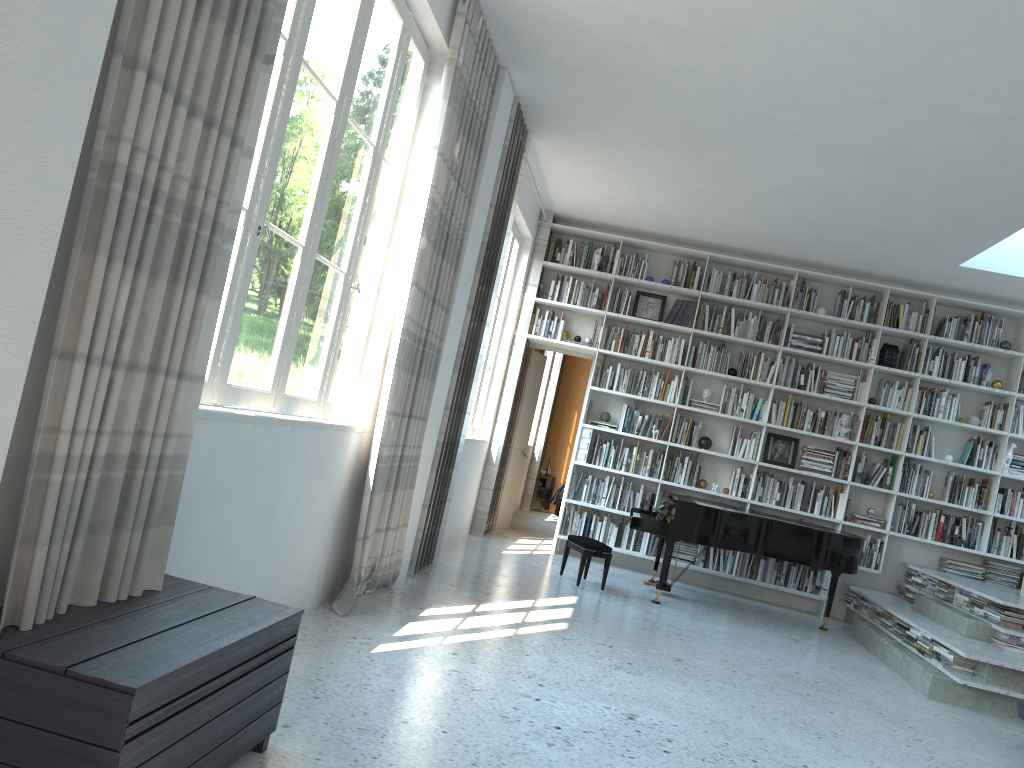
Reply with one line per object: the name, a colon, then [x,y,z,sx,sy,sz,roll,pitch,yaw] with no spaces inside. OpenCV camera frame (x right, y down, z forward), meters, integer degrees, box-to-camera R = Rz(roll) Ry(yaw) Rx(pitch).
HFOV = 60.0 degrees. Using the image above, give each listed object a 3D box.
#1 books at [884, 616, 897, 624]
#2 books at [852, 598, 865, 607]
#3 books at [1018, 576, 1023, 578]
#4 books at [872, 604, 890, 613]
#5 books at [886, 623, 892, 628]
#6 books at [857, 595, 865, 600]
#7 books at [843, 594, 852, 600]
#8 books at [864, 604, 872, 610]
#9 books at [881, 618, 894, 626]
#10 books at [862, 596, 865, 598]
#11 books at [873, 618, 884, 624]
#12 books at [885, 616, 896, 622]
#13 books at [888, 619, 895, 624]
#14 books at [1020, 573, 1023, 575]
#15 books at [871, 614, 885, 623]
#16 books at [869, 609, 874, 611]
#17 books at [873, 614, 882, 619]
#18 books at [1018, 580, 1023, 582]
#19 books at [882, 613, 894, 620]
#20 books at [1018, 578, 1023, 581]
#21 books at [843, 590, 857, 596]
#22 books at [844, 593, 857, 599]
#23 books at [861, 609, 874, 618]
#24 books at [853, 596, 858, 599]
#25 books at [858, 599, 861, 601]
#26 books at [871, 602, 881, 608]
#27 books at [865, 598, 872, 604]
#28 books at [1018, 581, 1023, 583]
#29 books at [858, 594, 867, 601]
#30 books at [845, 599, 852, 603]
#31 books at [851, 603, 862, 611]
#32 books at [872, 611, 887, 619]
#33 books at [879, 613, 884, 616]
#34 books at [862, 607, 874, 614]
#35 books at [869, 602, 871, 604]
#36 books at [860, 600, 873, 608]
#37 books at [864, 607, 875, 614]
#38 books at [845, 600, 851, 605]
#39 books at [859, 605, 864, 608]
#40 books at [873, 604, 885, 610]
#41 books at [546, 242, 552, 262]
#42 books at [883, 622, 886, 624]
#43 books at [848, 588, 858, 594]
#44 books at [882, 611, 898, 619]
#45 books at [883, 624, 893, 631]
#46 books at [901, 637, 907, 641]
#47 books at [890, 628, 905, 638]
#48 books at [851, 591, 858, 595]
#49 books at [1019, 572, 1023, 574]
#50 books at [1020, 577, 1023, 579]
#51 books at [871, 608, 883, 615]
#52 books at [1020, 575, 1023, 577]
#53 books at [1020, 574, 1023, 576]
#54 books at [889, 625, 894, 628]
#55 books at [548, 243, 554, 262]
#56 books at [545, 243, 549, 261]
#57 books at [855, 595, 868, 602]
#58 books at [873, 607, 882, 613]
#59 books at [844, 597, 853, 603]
books: [3.034,1.862,6.941,0.155,0.009,0.297,12,-3,9]
books: [3.131,1.951,7.863,0.190,0.028,0.213,12,-3,12]
books: [4.828,1.801,8.074,0.367,0.007,0.206,12,-3,7]
books: [3.071,1.849,7.251,0.171,0.015,0.253,12,-3,5]
books: [3.033,1.918,6.938,0.128,0.005,0.296,12,-3,10]
books: [3.167,1.914,7.861,0.126,0.005,0.290,12,-3,3]
books: [3.174,1.976,8.153,0.177,0.012,0.278,12,-3,4]
books: [3.103,1.914,7.558,0.171,0.020,0.193,12,-3,12]
books: [3.017,1.882,6.942,0.182,0.013,0.287,12,-3,9]
books: [3.173,1.889,7.862,0.137,0.018,0.200,12,-3,12]
books: [3.058,1.952,7.246,0.157,0.014,0.180,12,-3,5]
books: [3.032,1.852,6.942,0.169,0.009,0.242,12,-3,8]
books: [3.040,1.874,6.940,0.140,0.013,0.180,12,-3,9]
books: [4.833,1.769,8.063,0.367,0.007,0.206,12,-3,3]
books: [3.058,1.930,7.247,0.159,0.012,0.292,12,-3,5]
books: [3.116,1.933,7.555,0.147,0.012,0.206,12,-3,9]
books: [3.065,1.920,7.247,0.164,0.012,0.205,12,-3,8]
books: [4.820,1.838,8.072,0.367,0.007,0.206,12,-3,9]
books: [3.027,1.839,6.944,0.165,0.014,0.236,12,-3,3]
books: [4.822,1.823,8.067,0.367,0.007,0.206,12,-3,11]
books: [3.176,1.941,8.155,0.191,0.013,0.243,12,-3,4]
books: [3.178,1.966,8.153,0.187,0.009,0.211,12,-3,7]
books: [3.088,1.969,7.556,0.177,0.026,0.230,12,-3,11]
books: [3.203,1.960,8.150,0.136,0.013,0.258,12,-3,6]
books: [3.164,1.934,7.860,0.143,0.019,0.231,12,-3,9]
books: [3.064,1.826,7.254,0.193,0.005,0.225,12,-3,4]
books: [3.120,1.870,7.558,0.159,0.006,0.285,12,-3,10]
books: [4.818,1.845,8.069,0.327,0.008,0.207,12,-3,6]
books: [3.174,1.906,7.861,0.135,0.014,0.297,12,-3,9]
books: [3.177,2.013,8.150,0.155,0.009,0.233,12,-3,3]
books: [3.130,1.993,7.860,0.189,0.030,0.238,12,-3,8]
books: [3.064,1.900,7.248,0.159,0.011,0.246,12,-3,4]
books: [3.080,1.891,7.247,0.140,0.013,0.180,12,-3,11]
books: [3.099,1.950,7.556,0.172,0.014,0.221,12,-3,9]
books: [3.130,1.885,7.556,0.130,0.018,0.256,12,-3,11]
books: [3.104,1.896,7.559,0.180,0.015,0.294,12,-3,6]
books: [3.115,1.943,7.554,0.149,0.007,0.300,12,-3,8]
books: [3.175,2.025,8.149,0.171,0.016,0.241,12,-3,8]
books: [3.146,1.975,7.859,0.147,0.012,0.206,12,-3,3]
books: [3.077,1.837,7.251,0.174,0.011,0.228,12,-3,7]
books: [0.370,-1.294,8.874,0.023,0.228,0.130,12,-2,8]
books: [3.068,1.943,7.245,0.140,0.008,0.283,12,-3,6]
books: [3.202,1.915,8.153,0.158,0.014,0.234,12,-3,6]
books: [3.026,1.826,6.945,0.179,0.012,0.249,12,-3,5]
books: [3.010,1.920,6.941,0.160,0.008,0.254,12,-3,13]
books: [2.978,1.903,6.633,0.142,0.012,0.291,12,-3,12]
books: [2.962,1.882,6.636,0.189,0.009,0.291,12,-3,11]
books: [3.213,1.934,8.150,0.133,0.017,0.231,12,-3,9]
books: [4.836,1.763,8.072,0.367,0.007,0.206,12,-3,10]
books: [4.826,1.808,8.070,0.327,0.008,0.207,12,-3,10]
books: [3.064,1.876,7.250,0.169,0.009,0.242,12,-3,4]
books: [4.828,1.793,8.063,0.327,0.008,0.207,12,-3,13]
books: [4.831,1.785,8.071,0.327,0.008,0.207,12,-3,10]
books: [3.035,1.912,6.938,0.132,0.009,0.269,12,-3,9]
books: [0.391,-1.288,8.861,0.023,0.223,0.151,12,-2,8]
books: [0.348,-1.296,8.855,0.014,0.219,0.188,12,-3,8]
books: [3.156,1.919,7.862,0.160,0.009,0.291,12,-3,10]
books: [3.061,1.863,7.252,0.182,0.016,0.199,12,-3,13]
books: [3.170,2.001,8.151,0.179,0.012,0.262,12,-3,11]
